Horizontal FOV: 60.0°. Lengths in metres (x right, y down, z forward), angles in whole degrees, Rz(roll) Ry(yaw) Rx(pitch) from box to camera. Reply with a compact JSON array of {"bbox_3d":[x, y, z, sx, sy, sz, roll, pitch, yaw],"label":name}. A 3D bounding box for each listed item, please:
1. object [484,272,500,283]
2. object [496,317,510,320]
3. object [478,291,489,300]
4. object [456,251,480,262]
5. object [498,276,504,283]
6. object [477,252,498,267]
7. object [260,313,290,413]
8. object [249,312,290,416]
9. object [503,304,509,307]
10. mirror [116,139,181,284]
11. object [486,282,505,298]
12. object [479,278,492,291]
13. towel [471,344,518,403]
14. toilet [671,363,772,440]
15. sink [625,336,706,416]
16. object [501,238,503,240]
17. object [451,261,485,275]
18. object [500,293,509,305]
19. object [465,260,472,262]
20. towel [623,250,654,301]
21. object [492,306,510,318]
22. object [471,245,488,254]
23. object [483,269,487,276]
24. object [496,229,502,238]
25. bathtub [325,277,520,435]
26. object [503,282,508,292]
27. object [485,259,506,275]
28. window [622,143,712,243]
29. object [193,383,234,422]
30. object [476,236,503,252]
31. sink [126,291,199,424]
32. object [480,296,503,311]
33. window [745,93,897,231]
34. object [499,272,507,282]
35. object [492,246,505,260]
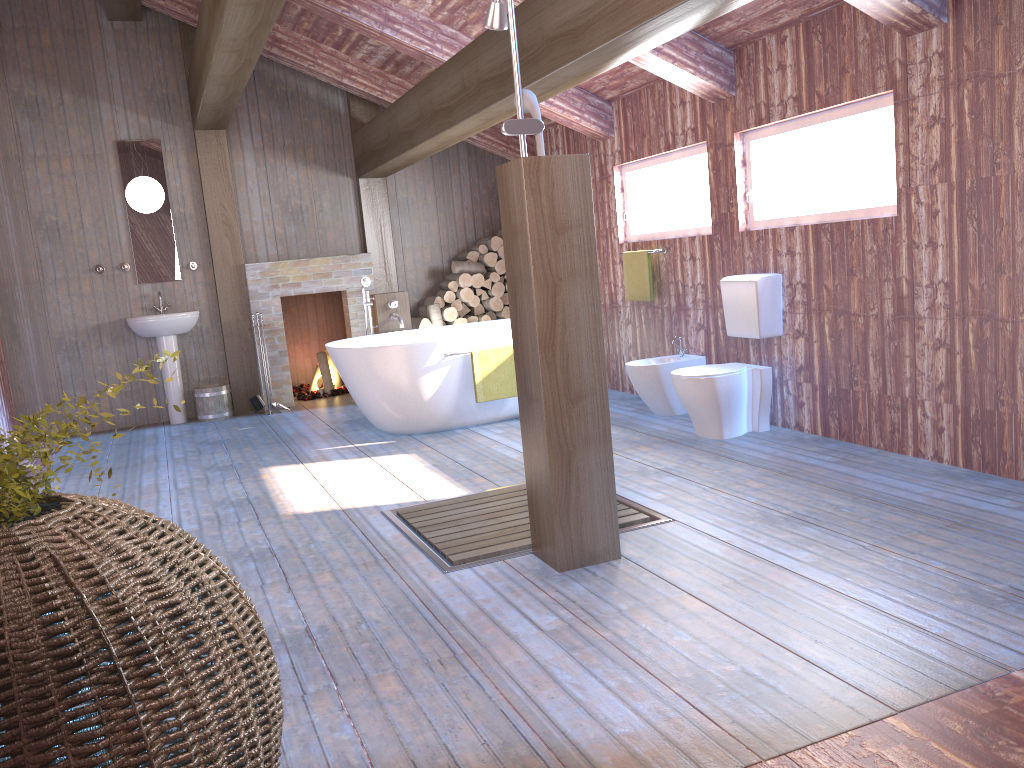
[{"bbox_3d":[-0.238,-1.024,8.490,0.102,0.109,0.438,-9,9,-20],"label":"object"},{"bbox_3d":[-0.096,-0.589,8.565,0.116,0.117,0.289,-9,9,-23],"label":"object"},{"bbox_3d":[-0.303,-0.854,8.489,0.085,0.096,0.280,-8,9,-20],"label":"object"},{"bbox_3d":[-0.421,-1.206,8.506,0.140,0.121,0.319,-8,9,-19],"label":"object"},{"bbox_3d":[-0.158,-0.985,8.507,0.095,0.090,0.278,-8,9,-19],"label":"object"},{"bbox_3d":[-0.280,-1.188,8.480,0.139,0.148,0.458,-9,9,-20],"label":"object"},{"bbox_3d":[-2.096,-0.187,7.692,0.206,0.871,0.126,-2,9,22],"label":"object"},{"bbox_3d":[-2.190,-0.185,7.724,0.276,0.888,0.333,-2,9,21],"label":"object"},{"bbox_3d":[-0.007,-0.726,8.627,0.137,0.133,0.437,-9,9,-23],"label":"object"},{"bbox_3d":[-3.093,-1.466,7.560,0.350,1.199,0.009,-9,9,-21],"label":"mirror"},{"bbox_3d":[-0.207,-0.900,8.520,0.136,0.157,0.439,-8,9,-20],"label":"object"},{"bbox_3d":[-0.314,-0.941,8.468,0.109,0.124,0.424,-9,9,-22],"label":"object"},{"bbox_3d":[-0.090,-0.076,5.983,0.370,0.361,0.032,-9,9,-25],"label":"towel"},{"bbox_3d":[1.201,0.104,5.196,0.534,0.400,0.375,-8,9,-20],"label":"toilet"},{"bbox_3d":[1.015,-0.048,5.955,0.515,0.517,0.335,-8,9,-20],"label":"sink"},{"bbox_3d":[-0.065,-1.344,8.553,0.133,0.142,0.456,-8,9,-20],"label":"object"},{"bbox_3d":[-0.412,-1.087,8.306,0.302,0.157,0.121,-8,9,-20],"label":"object"},{"bbox_3d":[-0.126,-0.823,8.545,0.111,0.118,0.302,-9,9,-22],"label":"object"},{"bbox_3d":[-0.462,-1.115,8.497,0.113,0.130,0.291,-8,9,-20],"label":"object"},{"bbox_3d":[0.913,-0.784,6.441,0.032,0.361,0.370,-9,9,-21],"label":"towel"},{"bbox_3d":[-0.110,-0.696,8.553,0.114,0.113,0.301,-9,9,-23],"label":"object"},{"bbox_3d":[-0.308,-1.277,8.428,0.094,0.097,0.227,-8,9,-20],"label":"object"},{"bbox_3d":[-0.347,-1.085,8.548,0.121,0.124,0.291,-8,9,-20],"label":"object"},{"bbox_3d":[-0.062,-1.445,8.559,0.104,0.121,0.270,-8,9,-20],"label":"object"},{"bbox_3d":[-0.364,-0.286,6.470,1.935,1.109,1.460,-5,8,1],"label":"bathtub"},{"bbox_3d":[-0.089,-0.939,8.561,0.102,0.109,0.438,-9,9,-20],"label":"object"},{"bbox_3d":[-0.174,-1.112,8.511,0.143,0.151,0.440,-9,9,-21],"label":"object"},{"bbox_3d":[1.105,-1.314,6.215,0.054,0.587,1.255,-8,9,-20],"label":"window"},{"bbox_3d":[-2.584,0.161,7.684,0.309,0.290,0.308,-7,8,-11],"label":"object"},{"bbox_3d":[-0.213,-1.337,8.491,0.135,0.139,0.456,-8,9,-20],"label":"object"},{"bbox_3d":[-2.911,-0.216,7.539,0.582,1.143,0.475,-9,9,-21],"label":"sink"},{"bbox_3d":[-0.235,-0.772,8.522,0.141,0.143,0.437,-9,9,-23],"label":"object"},{"bbox_3d":[1.659,-1.160,4.780,0.054,0.587,1.255,-8,9,-20],"label":"window"},{"bbox_3d":[-0.076,-1.027,8.591,0.172,0.151,0.482,-8,9,-20],"label":"object"},{"bbox_3d":[-0.150,-1.252,8.507,0.141,0.143,0.437,-9,9,-23],"label":"object"}]
